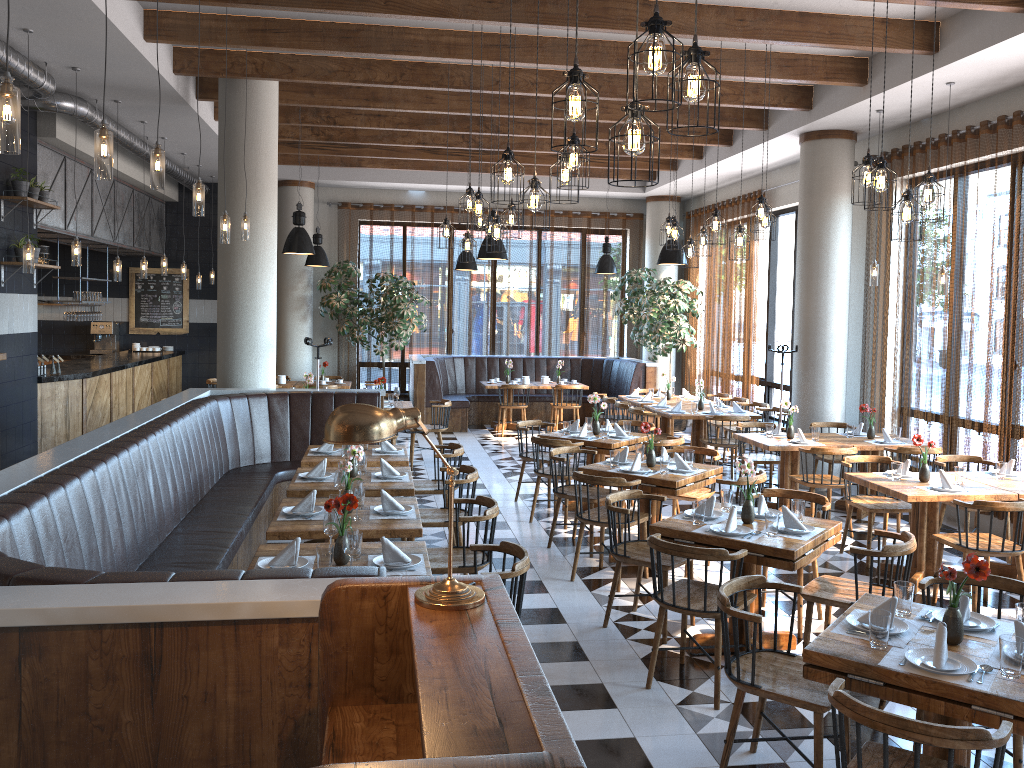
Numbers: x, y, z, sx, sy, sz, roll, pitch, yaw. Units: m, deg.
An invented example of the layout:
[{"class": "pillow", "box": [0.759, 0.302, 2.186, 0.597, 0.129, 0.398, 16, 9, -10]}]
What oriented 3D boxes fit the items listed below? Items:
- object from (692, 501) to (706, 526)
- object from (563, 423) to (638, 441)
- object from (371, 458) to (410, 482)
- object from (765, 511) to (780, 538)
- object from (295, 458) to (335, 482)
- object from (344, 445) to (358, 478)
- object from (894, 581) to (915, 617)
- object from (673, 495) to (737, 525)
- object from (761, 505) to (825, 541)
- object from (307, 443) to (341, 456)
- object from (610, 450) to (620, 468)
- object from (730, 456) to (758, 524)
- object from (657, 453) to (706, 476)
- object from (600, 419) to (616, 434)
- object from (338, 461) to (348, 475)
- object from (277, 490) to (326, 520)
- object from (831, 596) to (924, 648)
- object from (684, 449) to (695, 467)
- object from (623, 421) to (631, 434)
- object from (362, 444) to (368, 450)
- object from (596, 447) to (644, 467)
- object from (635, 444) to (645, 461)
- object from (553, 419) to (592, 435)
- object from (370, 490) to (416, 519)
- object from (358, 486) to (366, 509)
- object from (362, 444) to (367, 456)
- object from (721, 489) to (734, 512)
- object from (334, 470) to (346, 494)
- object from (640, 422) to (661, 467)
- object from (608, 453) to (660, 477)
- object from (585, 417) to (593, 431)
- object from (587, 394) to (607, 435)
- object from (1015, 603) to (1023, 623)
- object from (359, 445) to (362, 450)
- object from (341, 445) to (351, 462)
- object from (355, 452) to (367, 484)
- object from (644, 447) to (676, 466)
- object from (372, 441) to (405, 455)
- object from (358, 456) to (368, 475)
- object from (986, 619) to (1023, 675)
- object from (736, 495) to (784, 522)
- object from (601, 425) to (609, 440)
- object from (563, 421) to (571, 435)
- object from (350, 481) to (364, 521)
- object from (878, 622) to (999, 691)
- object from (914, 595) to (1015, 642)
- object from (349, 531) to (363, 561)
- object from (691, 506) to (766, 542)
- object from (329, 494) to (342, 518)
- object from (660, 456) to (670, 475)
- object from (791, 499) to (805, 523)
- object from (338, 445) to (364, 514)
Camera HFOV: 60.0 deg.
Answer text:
[{"class": "object", "box": [1.089, 0.754, 5.168, 0.080, 0.132, 0.080, 1, 3, 6]}, {"class": "object", "box": [0.869, 0.451, 8.676, 0.578, 0.137, 0.583, 5, 6, 36]}, {"class": "object", "box": [-0.883, 0.606, 6.422, 0.272, 0.137, 0.353, 1, 5, -9]}, {"class": "object", "box": [1.444, 0.782, 4.923, 0.080, 0.132, 0.080, 1, 3, 6]}, {"class": "object", "box": [-1.403, 0.601, 6.352, 0.272, 0.137, 0.353, 1, 5, -9]}, {"class": "object", "box": [-1.145, 0.475, 6.357, 0.206, 0.399, 0.146, 1, 3, -6]}, {"class": "object", "box": [1.622, 0.892, 3.670, 0.080, 0.132, 0.080, 1, 3, 6]}, {"class": "object", "box": [1.171, 0.736, 5.377, 0.272, 0.137, 0.352, 4, 6, 36]}, {"class": "object", "box": [1.608, 0.771, 5.065, 0.272, 0.137, 0.352, 4, 6, 36]}, {"class": "object", "box": [-1.572, 0.504, 7.461, 0.272, 0.137, 0.353, 1, 5, -9]}, {"class": "object", "box": [0.811, 0.593, 7.004, 0.080, 0.132, 0.080, 1, 3, -4]}, {"class": "object", "box": [1.371, 0.621, 5.223, 0.146, 0.399, 0.207, 1, 3, 3]}, {"class": "object", "box": [1.326, 0.610, 6.905, 0.272, 0.137, 0.352, 4, 6, 36]}, {"class": "object", "box": [0.998, 0.422, 9.050, 0.352, 0.137, 0.272, 4, 5, 36]}, {"class": "object", "box": [-1.188, 0.618, 6.239, 0.080, 0.132, 0.080, 1, 3, -9]}, {"class": "object", "box": [-1.237, 0.697, 5.257, 0.272, 0.137, 0.353, 1, 5, -9]}, {"class": "object", "box": [1.456, 0.899, 3.517, 0.272, 0.137, 0.352, 4, 6, 36]}, {"class": "object", "box": [1.422, 0.597, 7.110, 0.080, 0.132, 0.080, 1, 3, -4]}, {"class": "object", "box": [1.154, 0.442, 8.880, 0.080, 0.132, 0.080, -1, 4, -34]}, {"class": "object", "box": [-1.267, 0.501, 7.604, 0.080, 0.132, 0.080, 0, 3, -24]}, {"class": "object", "box": [0.889, 0.575, 7.217, 0.272, 0.137, 0.352, 4, 6, 36]}, {"class": "object", "box": [1.062, 0.568, 7.366, 0.080, 0.132, 0.080, 1, 3, 6]}, {"class": "object", "box": [0.623, 0.419, 8.990, 0.272, 0.137, 0.352, 4, 6, 36]}, {"class": "object", "box": [-0.717, 0.702, 5.327, 0.272, 0.137, 0.353, 1, 5, -9]}, {"class": "object", "box": [-0.934, 0.694, 5.403, 0.080, 0.132, 0.080, 0, 3, -24]}, {"class": "object", "box": [-1.226, 0.486, 7.296, 0.081, 0.215, 0.081, 1, 3, 0]}, {"class": "object", "box": [1.341, 0.729, 5.530, 0.080, 0.132, 0.080, 1, 3, 6]}, {"class": "object", "box": [-1.059, 0.644, 5.464, 0.081, 0.215, 0.081, 2, 3, 22]}, {"class": "object", "box": [1.091, 0.480, 7.090, 0.156, 0.354, 0.171, -1, 4, -43]}, {"class": "object", "box": [0.952, 0.607, 6.845, 0.352, 0.137, 0.272, 4, 5, 36]}, {"class": "object", "box": [0.794, 0.413, 9.136, 0.080, 0.132, 0.080, -1, 4, -34]}, {"class": "object", "box": [0.851, 0.303, 8.858, 0.206, 0.399, 0.146, 2, 3, 11]}, {"class": "object", "box": [1.982, 0.921, 3.414, 0.080, 0.132, 0.080, -1, 4, -34]}, {"class": "object", "box": [-1.266, 0.401, 7.471, 0.171, 0.354, 0.156, 1, 3, -6]}, {"class": "object", "box": [-1.224, 0.549, 6.552, 0.081, 0.215, 0.081, 4, 4, 45]}, {"class": "object", "box": [-1.057, 0.583, 6.186, 0.081, 0.215, 0.081, 4, 4, 45]}, {"class": "object", "box": [1.263, 0.577, 7.278, 0.352, 0.137, 0.272, 4, 5, 36]}, {"class": "object", "box": [-1.051, 0.509, 7.531, 0.272, 0.137, 0.353, 1, 5, -9]}, {"class": "object", "box": [-1.102, 0.596, 6.516, 0.080, 0.132, 0.080, 1, 3, -4]}, {"class": "object", "box": [1.893, 0.934, 3.205, 0.272, 0.137, 0.352, 4, 6, 36]}, {"class": "object", "box": [1.545, 0.738, 5.437, 0.352, 0.137, 0.272, 4, 5, 36]}, {"class": "object", "box": [0.897, 0.466, 8.529, 0.080, 0.132, 0.080, -2, 4, -44]}, {"class": "object", "box": [0.543, 0.438, 8.774, 0.080, 0.132, 0.080, -2, 4, -44]}, {"class": "object", "box": [-0.897, 0.676, 5.126, 0.081, 0.215, 0.081, 0, 3, -17]}, {"class": "object", "box": [1.519, 0.932, 3.145, 0.352, 0.137, 0.272, 4, 5, 36]}, {"class": "object", "box": [1.830, 0.901, 3.577, 0.352, 0.137, 0.272, 4, 5, 36]}, {"class": "object", "box": [-0.768, 0.789, 4.312, 0.080, 0.132, 0.080, 0, 3, -24]}, {"class": "object", "box": [1.234, 0.769, 5.005, 0.352, 0.137, 0.272, 4, 5, 36]}, {"class": "object", "box": [-1.023, 0.713, 5.152, 0.080, 0.132, 0.080, 1, 3, -9]}, {"class": "object", "box": [1.165, 0.621, 6.759, 0.080, 0.132, 0.080, 1, 3, -4]}, {"class": "object", "box": [1.700, 0.758, 5.274, 0.080, 0.132, 0.080, 1, 3, 6]}, {"class": "object", "box": [-0.954, 0.570, 5.276, 0.146, 0.399, 0.207, 1, 3, -1]}]
